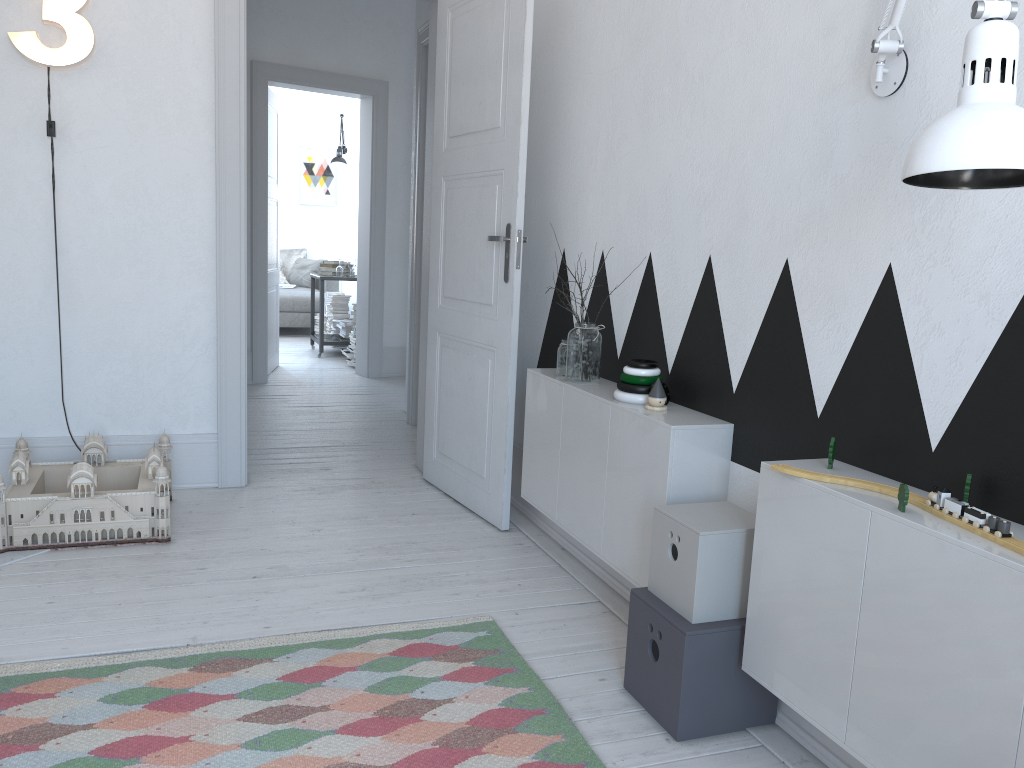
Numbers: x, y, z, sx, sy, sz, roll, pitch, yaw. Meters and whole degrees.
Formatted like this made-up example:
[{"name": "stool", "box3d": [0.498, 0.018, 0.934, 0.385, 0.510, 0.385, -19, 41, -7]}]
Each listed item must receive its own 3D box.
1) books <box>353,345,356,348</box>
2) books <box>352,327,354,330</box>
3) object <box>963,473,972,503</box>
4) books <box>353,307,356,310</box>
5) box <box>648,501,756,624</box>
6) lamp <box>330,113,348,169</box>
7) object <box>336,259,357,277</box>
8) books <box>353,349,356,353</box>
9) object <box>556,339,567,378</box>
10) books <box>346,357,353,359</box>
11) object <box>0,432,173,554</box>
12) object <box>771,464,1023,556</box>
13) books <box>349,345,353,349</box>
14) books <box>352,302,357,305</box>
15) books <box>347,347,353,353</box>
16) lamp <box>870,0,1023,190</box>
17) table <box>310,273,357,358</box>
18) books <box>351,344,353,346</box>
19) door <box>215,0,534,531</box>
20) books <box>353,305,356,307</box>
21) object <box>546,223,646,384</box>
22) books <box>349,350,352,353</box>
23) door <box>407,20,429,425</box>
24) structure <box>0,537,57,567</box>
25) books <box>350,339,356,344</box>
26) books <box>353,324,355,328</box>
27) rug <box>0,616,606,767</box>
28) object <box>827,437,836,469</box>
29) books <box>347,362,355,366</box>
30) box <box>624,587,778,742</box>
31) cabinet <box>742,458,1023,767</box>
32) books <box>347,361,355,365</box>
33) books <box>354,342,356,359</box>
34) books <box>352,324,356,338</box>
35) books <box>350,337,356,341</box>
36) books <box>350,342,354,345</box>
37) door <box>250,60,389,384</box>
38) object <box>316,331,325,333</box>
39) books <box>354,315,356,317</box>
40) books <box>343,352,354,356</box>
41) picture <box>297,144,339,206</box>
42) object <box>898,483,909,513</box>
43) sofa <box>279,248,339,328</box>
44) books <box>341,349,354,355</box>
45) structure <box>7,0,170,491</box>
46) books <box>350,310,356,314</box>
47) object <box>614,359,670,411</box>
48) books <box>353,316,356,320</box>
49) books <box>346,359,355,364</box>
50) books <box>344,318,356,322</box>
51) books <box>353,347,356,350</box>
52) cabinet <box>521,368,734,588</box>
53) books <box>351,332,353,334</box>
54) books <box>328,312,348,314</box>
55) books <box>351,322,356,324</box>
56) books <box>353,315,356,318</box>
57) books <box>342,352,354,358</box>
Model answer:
[{"name": "books", "box3d": [-1.155, -0.291, 7.196, 0.182, 0.016, 0.288, -3, 10, -30]}, {"name": "books", "box3d": [-1.262, -0.481, 7.567, 0.174, 0.021, 0.273, 2, 9, -6]}, {"name": "object", "box3d": [0.779, 0.184, 1.517, 0.007, 0.063, 0.029, 8, 11, 32]}, {"name": "books", "box3d": [-1.252, -0.651, 7.542, 0.176, 0.025, 0.330, 2, 9, -6]}, {"name": "box", "box3d": [0.454, 0.399, 2.020, 0.202, 0.206, 0.199, -1, 10, -20]}, {"name": "lamp", "box3d": [-2.059, -2.897, 10.579, 0.200, 0.670, 0.686, 1, 9, -11]}, {"name": "object", "box3d": [-1.482, -1.036, 7.901, 0.210, 0.154, 0.165, -3, 10, -30]}, {"name": "books", "box3d": [-1.168, -0.256, 7.222, 0.180, 0.028, 0.295, -3, 10, -30]}, {"name": "object", "box3d": [0.193, -0.083, 2.877, 0.091, 0.121, 0.098, 6, 10, 17]}, {"name": "books", "box3d": [-1.295, -0.217, 7.613, 0.182, 0.016, 0.288, -2, 10, -25]}, {"name": "object", "box3d": [-1.474, 0.350, 3.095, 0.539, 0.299, 0.538, -1, 10, -20]}, {"name": "object", "box3d": [0.755, 0.215, 1.370, 0.111, 0.047, 0.901, -2, 10, -26]}, {"name": "books", "box3d": [-1.284, -0.310, 7.585, 0.167, 0.017, 0.262, -2, 10, -25]}, {"name": "books", "box3d": [-1.259, -0.681, 7.525, 0.161, 0.012, 0.253, 3, 9, -1]}, {"name": "books", "box3d": [-1.301, -0.295, 7.591, 0.182, 0.016, 0.288, -1, 9, -20]}, {"name": "lamp", "box3d": [0.718, -0.632, 1.402, 0.200, 0.656, 0.650, 5, 9, 13]}, {"name": "table", "box3d": [-1.501, -0.628, 8.049, 0.602, 0.703, 0.637, -1, 10, -20]}, {"name": "books", "box3d": [-1.278, -0.326, 7.592, 0.161, 0.012, 0.253, -1, 9, -20]}, {"name": "door", "box3d": [-0.583, -0.602, 3.394, 1.022, 2.180, 1.039, -1, 10, -20]}, {"name": "books", "box3d": [-1.244, -0.669, 7.532, 0.159, 0.012, 0.284, 3, 9, -1]}, {"name": "object", "box3d": [0.195, -0.250, 2.767, 0.258, 0.485, 0.405, -1, 10, -22]}, {"name": "books", "box3d": [-1.305, -0.281, 7.604, 0.182, 0.016, 0.288, 0, 9, -15]}, {"name": "door", "box3d": [-0.272, -0.771, 4.575, 0.261, 2.180, 0.980, -1, 10, -20]}, {"name": "structure", "box3d": [-2.133, -0.833, 2.587, 1.256, 2.883, 0.799, 7, 10, 24]}, {"name": "books", "box3d": [-1.279, -0.367, 7.590, 0.174, 0.021, 0.273, -1, 9, -20]}, {"name": "books", "box3d": [-1.259, -0.506, 7.566, 0.180, 0.028, 0.295, 2, 9, -6]}, {"name": "rug", "box3d": [-0.336, 0.819, 1.343, 1.320, 0.016, 2.026, -1, 9, -20]}, {"name": "object", "box3d": [0.640, 0.138, 1.773, 0.007, 0.063, 0.029, 8, 11, 32]}, {"name": "books", "box3d": [-1.173, -0.154, 7.213, 0.232, 0.014, 0.313, -3, 10, -31]}, {"name": "box", "box3d": [0.436, 0.630, 2.047, 0.254, 0.259, 0.250, -1, 10, -20]}, {"name": "cabinet", "box3d": [0.751, 0.459, 1.432, 0.183, 0.455, 0.969, -1, 10, -20]}, {"name": "books", "box3d": [-1.171, -0.167, 7.205, 0.232, 0.014, 0.307, -3, 11, -33]}, {"name": "books", "box3d": [-1.250, -0.265, 7.360, 0.123, 0.169, 0.049, -2, 10, -25]}, {"name": "books", "box3d": [-1.246, -0.442, 7.348, 0.129, 0.139, 0.156, -1, 10, -20]}, {"name": "books", "box3d": [-1.280, -0.383, 7.576, 0.161, 0.013, 0.254, -2, 10, -25]}, {"name": "books", "box3d": [-1.287, -0.340, 7.598, 0.159, 0.012, 0.284, -1, 9, -20]}, {"name": "door", "box3d": [-1.596, -1.157, 6.656, 1.004, 2.180, 0.855, -4, 11, -35]}, {"name": "object", "box3d": [-1.863, -0.539, 9.140, 0.160, 0.013, 0.254, 10, 11, 39]}, {"name": "books", "box3d": [-1.252, -0.587, 7.553, 0.159, 0.012, 0.284, 2, 9, -6]}, {"name": "books", "box3d": [-1.311, -0.264, 7.589, 0.232, 0.014, 0.307, -1, 10, -23]}, {"name": "picture", "box3d": [-2.371, -2.550, 10.860, 0.492, 0.704, 0.030, -1, 10, -20]}, {"name": "object", "box3d": [0.659, 0.191, 1.493, 0.006, 0.046, 0.037, 4, 9, 6]}, {"name": "sofa", "box3d": [-3.039, -1.077, 9.859, 2.220, 0.889, 1.972, 0, 9, -19]}, {"name": "books", "box3d": [-1.319, -0.278, 7.586, 0.251, 0.012, 0.311, 0, 9, -20]}, {"name": "structure", "box3d": [-1.575, -0.530, 3.342, 0.513, 1.949, 0.065, -1, 10, -20]}, {"name": "books", "box3d": [-1.254, -0.615, 7.541, 0.174, 0.021, 0.273, 3, 9, 4]}, {"name": "object", "box3d": [0.382, -0.002, 2.444, 0.148, 0.113, 0.230, -3, 10, -31]}, {"name": "books", "box3d": [-1.270, -0.560, 7.550, 0.167, 0.017, 0.262, 1, 9, -10]}, {"name": "books", "box3d": [-1.179, -0.180, 7.201, 0.251, 0.012, 0.311, -2, 10, -30]}, {"name": "books", "box3d": [-1.271, -0.546, 7.569, 0.182, 0.016, 0.288, 8, 10, 29]}, {"name": "books", "box3d": [-1.161, -0.277, 7.208, 0.182, 0.016, 0.288, -3, 10, -30]}, {"name": "cabinet", "box3d": [0.294, 0.247, 2.656, 0.183, 0.455, 0.969, -1, 10, -20]}, {"name": "books", "box3d": [-1.274, -0.423, 7.588, 0.159, 0.012, 0.284, -1, 9, -20]}, {"name": "books", "box3d": [-1.711, -0.697, 8.727, 0.161, 0.035, 0.254, -1, 9, -20]}, {"name": "books", "box3d": [-1.262, -0.531, 7.577, 0.182, 0.016, 0.288, 3, 9, -1]}, {"name": "books", "box3d": [-1.260, -0.574, 7.544, 0.161, 0.012, 0.253, 0, 9, -15]}, {"name": "books", "box3d": [-1.312, -0.251, 7.596, 0.232, 0.014, 0.313, -1, 9, -21]}]
